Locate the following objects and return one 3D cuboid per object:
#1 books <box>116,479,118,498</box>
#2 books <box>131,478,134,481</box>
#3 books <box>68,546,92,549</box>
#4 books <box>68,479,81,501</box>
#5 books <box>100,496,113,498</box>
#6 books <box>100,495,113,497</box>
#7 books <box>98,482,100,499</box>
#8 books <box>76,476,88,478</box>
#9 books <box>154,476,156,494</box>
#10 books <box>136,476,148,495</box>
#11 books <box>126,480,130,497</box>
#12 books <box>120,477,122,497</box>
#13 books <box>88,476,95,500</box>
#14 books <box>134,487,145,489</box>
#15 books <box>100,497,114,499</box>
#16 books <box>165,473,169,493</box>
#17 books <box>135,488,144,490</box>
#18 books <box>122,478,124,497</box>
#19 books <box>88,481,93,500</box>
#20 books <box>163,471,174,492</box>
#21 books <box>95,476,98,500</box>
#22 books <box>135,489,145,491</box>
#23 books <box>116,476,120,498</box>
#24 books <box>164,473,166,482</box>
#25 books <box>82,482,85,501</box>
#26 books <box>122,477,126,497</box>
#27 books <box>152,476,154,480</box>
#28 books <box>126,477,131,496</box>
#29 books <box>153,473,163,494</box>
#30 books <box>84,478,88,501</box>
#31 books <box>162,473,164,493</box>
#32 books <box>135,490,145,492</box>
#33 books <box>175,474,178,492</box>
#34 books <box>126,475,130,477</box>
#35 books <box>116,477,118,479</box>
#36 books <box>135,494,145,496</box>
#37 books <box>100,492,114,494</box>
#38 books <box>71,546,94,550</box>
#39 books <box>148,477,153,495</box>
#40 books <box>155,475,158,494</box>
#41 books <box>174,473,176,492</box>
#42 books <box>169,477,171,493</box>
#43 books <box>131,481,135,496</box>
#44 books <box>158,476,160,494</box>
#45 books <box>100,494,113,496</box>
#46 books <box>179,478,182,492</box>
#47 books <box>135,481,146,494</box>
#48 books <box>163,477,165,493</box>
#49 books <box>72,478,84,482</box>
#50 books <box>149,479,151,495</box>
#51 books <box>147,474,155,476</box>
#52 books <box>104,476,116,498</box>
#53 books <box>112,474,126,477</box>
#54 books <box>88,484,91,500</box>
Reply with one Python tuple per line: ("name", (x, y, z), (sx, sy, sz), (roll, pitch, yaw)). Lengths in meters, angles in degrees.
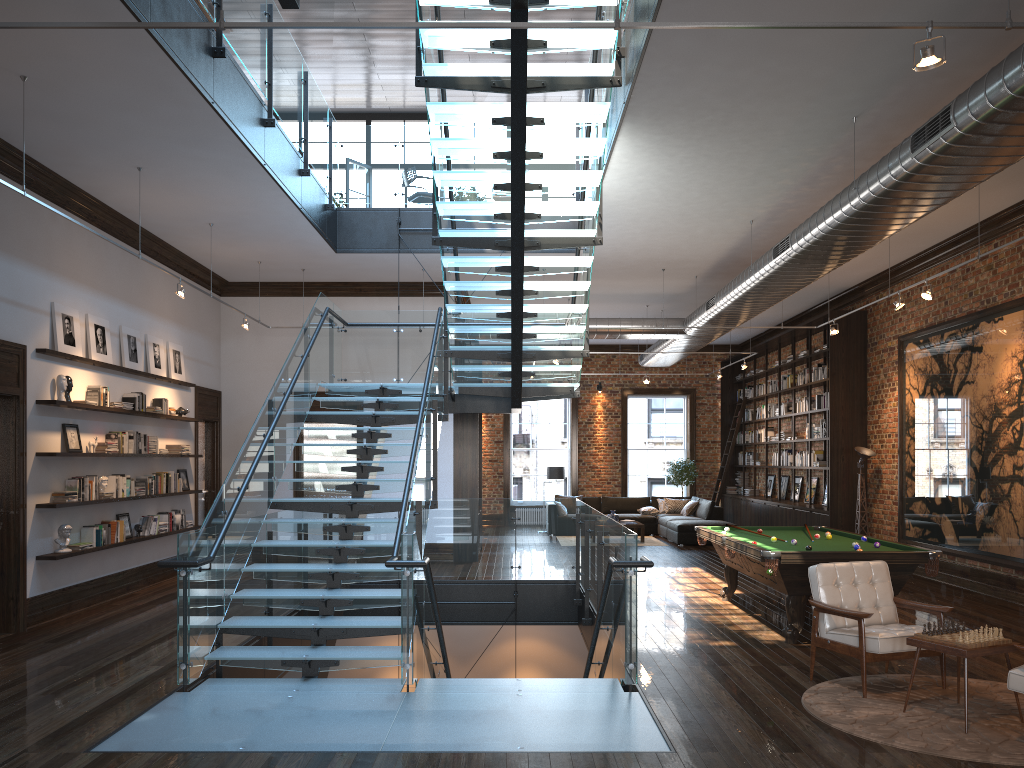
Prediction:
("books", (-4.523, 1.177, 10.004), (0.154, 0.218, 0.030), (0, 0, 0))
("books", (-4.537, 1.220, 10.483), (0.143, 0.213, 0.042), (0, 0, 0))
("books", (-4.542, 1.716, 9.324), (0.142, 0.011, 0.255), (0, -5, 1))
("books", (-4.531, 1.098, 9.186), (0.134, 0.236, 0.013), (0, 0, 0))
("books", (-4.542, 1.254, 9.817), (0.142, 0.011, 0.255), (0, -5, 0))
("books", (-4.534, 1.243, 9.817), (0.142, 0.011, 0.257), (0, -5, -4))
("books", (-4.543, 1.162, 9.629), (0.120, 0.185, 0.034), (0, 0, 0))
("books", (-4.546, 1.103, 9.377), (0.127, 0.258, 0.015), (0, 0, 0))
("books", (-4.536, 1.269, 11.146), (0.115, 0.229, 0.025), (0, 0, 0))
("books", (-4.536, 1.246, 10.871), (0.142, 0.228, 0.014), (0, 0, 0))
("books", (-4.525, 1.212, 10.312), (0.158, 0.201, 0.060), (0, 0, 0))
("books", (-4.532, 1.177, 10.130), (0.153, 0.239, 0.010), (0, 0, 0))
("books", (-4.541, 1.118, 9.507), (0.130, 0.252, 0.027), (0, 0, 0))
("books", (-4.536, 1.251, 10.661), (0.142, 0.011, 0.257), (0, -5, 4))
("books", (-4.538, 1.265, 9.817), (0.141, 0.011, 0.287), (0, -5, -2))
("books", (-4.515, 1.282, 11.465), (0.161, 0.259, 0.019), (0, 0, 0))
("books", (-4.538, 1.262, 10.661), (0.142, 0.011, 0.257), (0, -5, -3))
("books", (-4.528, 1.192, 10.174), (0.150, 0.218, 0.028), (0, 0, 0))
("books", (-4.534, 1.131, 9.415), (0.150, 0.210, 0.035), (0, 0, 0))
("books", (-4.523, 1.288, 11.675), (0.145, 0.281, 0.006), (0, 0, 0))
("books", (-4.542, 1.123, 9.571), (0.141, 0.252, 0.012), (0, 0, 0))
("books", (-4.533, 1.273, 10.661), (0.141, 0.011, 0.289), (0, -5, -4))
("books", (-4.525, 1.166, 10.071), (0.148, 0.252, 0.012), (0, 0, 0))
("books", (-4.528, 1.276, 11.401), (0.144, 0.260, 0.019), (0, 0, 0))
("books", (-4.528, 1.120, 9.241), (0.156, 0.202, 0.013), (0, 0, 0))
("books", (-4.519, 1.185, 10.194), (0.170, 0.234, 0.012), (0, 0, 0))
("books", (-4.545, 1.263, 11.094), (0.119, 0.232, 0.014), (0, 0, 0))
("books", (-4.542, 1.209, 10.410), (0.142, 0.224, 0.012), (0, 0, 0))
("books", (-4.529, 1.270, 11.326), (0.128, 0.259, 0.035), (0, 0, 0))
("books", (-4.526, 1.107, 9.329), (0.139, 0.243, 0.015), (0, 0, 0))
("books", (-4.525, 1.272, 11.351), (0.128, 0.259, 0.035), (0, 0, 0))
("books", (-4.540, 1.283, 10.661), (0.141, 0.011, 0.287), (0, -5, 2))
("books", (-4.513, 1.312, 11.751), (0.169, 0.246, 0.013), (0, 0, 0))
("books", (-4.550, 1.197, 10.422), (0.124, 0.249, 0.010), (0, 0, 0))
("books", (-4.535, 1.173, 10.054), (0.133, 0.236, 0.022), (0, 0, 0))
("books", (-4.538, 1.337, 10.661), (0.142, 0.011, 0.257), (0, -5, 3))
("books", (-4.538, 1.211, 9.817), (0.141, 0.011, 0.287), (0, -5, 2))
("books", (-4.538, 1.727, 9.324), (0.141, 0.011, 0.288), (0, -5, 3))
("books", (-4.515, 1.259, 10.952), (0.164, 0.216, 0.012), (0, 0, 0))
("books", (-4.531, 1.270, 11.190), (0.136, 0.235, 0.014), (0, 0, 0))
("books", (-4.526, 1.305, 11.707), (0.169, 0.254, 0.035), (0, 0, 0))
("books", (-4.513, 1.309, 11.520), (0.166, 0.213, 0.027), (0, 0, 0))
("books", (-4.527, 1.233, 10.464), (0.138, 0.184, 0.053), (0, 0, 0))
("books", (-4.542, 1.280, 11.248), (0.142, 0.224, 0.014), (0, 0, 0))
("books", (-4.532, 1.232, 9.817), (0.142, 0.011, 0.258), (0, -5, -4))
("books", (-4.518, 1.358, 11.918), (0.156, 0.185, 0.051), (0, 0, 0))
("books", (-4.544, 1.270, 10.839), (0.128, 0.175, 0.050), (0, 0, 0))
("books", (-4.530, 1.302, 11.384), (0.159, 0.204, 0.015), (0, 0, 0))
("books", (-4.534, 1.103, 9.267), (0.128, 0.240, 0.012), (0, 0, 0))
("books", (-4.522, 1.264, 10.902), (0.163, 0.198, 0.029), (0, 0, 0))
("books", (-4.546, 1.263, 11.171), (0.095, 0.246, 0.025), (0, 0, 0))
("books", (-4.528, 1.158, 9.973), (0.141, 0.252, 0.012), (0, 0, 0))
("books", (-4.527, 1.171, 10.206), (0.157, 0.265, 0.011), (0, 0, 0))
("books", (-4.533, 1.144, 9.391), (0.142, 0.179, 0.013), (0, 0, 0))
